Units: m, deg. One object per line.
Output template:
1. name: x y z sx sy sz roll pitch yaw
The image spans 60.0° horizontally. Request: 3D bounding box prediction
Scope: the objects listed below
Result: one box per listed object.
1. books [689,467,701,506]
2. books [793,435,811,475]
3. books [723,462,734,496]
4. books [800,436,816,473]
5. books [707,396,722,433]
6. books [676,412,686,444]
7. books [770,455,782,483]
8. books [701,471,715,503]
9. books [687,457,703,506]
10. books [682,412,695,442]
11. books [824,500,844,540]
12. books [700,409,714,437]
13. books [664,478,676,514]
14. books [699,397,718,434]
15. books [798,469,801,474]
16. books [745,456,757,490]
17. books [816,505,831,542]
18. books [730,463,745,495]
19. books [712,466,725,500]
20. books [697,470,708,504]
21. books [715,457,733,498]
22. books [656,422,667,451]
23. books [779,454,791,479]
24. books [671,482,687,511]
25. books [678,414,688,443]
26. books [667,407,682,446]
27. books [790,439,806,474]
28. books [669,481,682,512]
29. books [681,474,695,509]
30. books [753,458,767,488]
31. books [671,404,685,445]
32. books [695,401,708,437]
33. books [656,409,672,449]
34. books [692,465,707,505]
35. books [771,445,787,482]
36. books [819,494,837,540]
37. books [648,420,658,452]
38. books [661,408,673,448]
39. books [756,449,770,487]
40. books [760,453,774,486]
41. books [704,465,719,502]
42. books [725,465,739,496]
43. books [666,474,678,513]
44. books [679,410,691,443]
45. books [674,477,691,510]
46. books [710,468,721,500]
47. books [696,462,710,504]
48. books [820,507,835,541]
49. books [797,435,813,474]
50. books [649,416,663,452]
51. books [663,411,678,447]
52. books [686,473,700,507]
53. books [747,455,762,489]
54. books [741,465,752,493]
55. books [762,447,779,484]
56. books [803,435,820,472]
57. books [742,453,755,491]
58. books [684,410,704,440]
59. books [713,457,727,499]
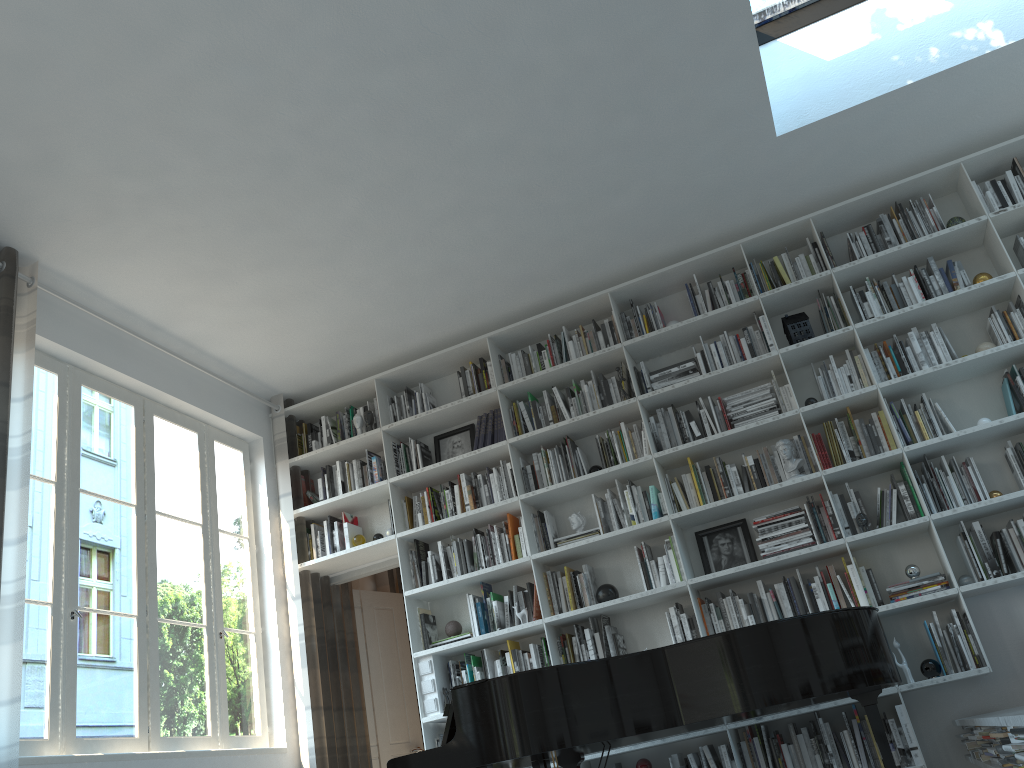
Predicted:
1. books: 1.080 0.625 5.124 0.010 0.282 0.137 -19 -26 16
2. books: 1.630 0.432 4.953 0.025 0.277 0.108 -19 -25 16
3. books: 1.253 0.576 5.059 0.011 0.250 0.131 -19 -26 16
4. books: 1.660 0.428 4.936 0.014 0.259 0.137 -19 -26 16
5. books: 1.204 0.223 5.185 0.021 0.268 0.192 -19 -26 16
6. books: 1.022 0.302 5.250 0.011 0.250 0.153 -19 -26 16
7. books: 1.497 0.512 4.979 0.022 0.205 0.114 -19 -26 16
8. books: 1.143 0.626 5.089 0.024 0.227 0.148 -19 -26 16
9. books: 1.072 0.591 5.090 0.014 0.316 0.188 -19 -26 16
10. books: 1.057 0.294 5.235 0.011 0.238 0.148 -19 -26 16
11. books: 1.733 0.756 4.753 0.034 0.228 0.200 -19 -26 16
12. books: 1.156 0.270 5.201 0.024 0.215 0.148 -19 -26 16
13. books: 0.939 0.684 5.152 0.012 0.253 0.161 -19 -26 16
14. books: 1.175 0.229 5.211 0.049 0.290 0.162 -19 -26 16
15. books: 1.592 0.466 4.964 0.021 0.241 0.103 -19 -25 16
16. books: 1.366 0.539 5.009 0.010 0.233 0.175 -19 -26 16
17. books: 1.694 0.781 4.794 0.013 0.231 0.134 -19 -26 16
18. books: 1.292 0.574 5.029 0.030 0.214 0.169 -19 -26 16
19. books: 1.199 0.600 5.067 0.026 0.235 0.137 -19 -26 16
20. books: 1.115 0.626 5.096 0.010 0.243 0.150 -19 -26 16
21. books: 1.223 0.566 5.044 0.028 0.266 0.190 -19 -26 16
22. books: 0.916 0.356 5.290 0.027 0.227 0.148 -19 -26 16
23. books: 1.541 0.495 4.956 0.035 0.200 0.149 -19 -26 16
24. books: 0.986 0.681 5.113 0.053 0.207 0.156 -19 -26 16
25. books: 1.035 0.306 5.243 0.014 0.232 0.147 -19 -26 16
26. books: 0.992 0.294 5.272 0.029 0.294 0.151 -19 -26 16
27. books: 1.605 0.445 4.946 0.025 0.258 0.131 -19 -26 16
28. books: 0.963 0.688 5.149 0.011 0.234 0.142 -19 -26 16
29. books: 1.038 0.654 5.124 0.026 0.247 0.139 -19 -26 16
30. books: 1.410 0.535 4.981 0.029 0.199 0.179 -19 -26 16
31. books: 1.006 0.283 5.261 0.011 0.299 0.180 -19 -26 16
32. books: 1.131 0.249 5.227 0.022 0.284 0.131 -19 -26 16
33. books: 0.927 0.311 5.281 0.026 0.295 0.180 -19 -26 16
34. books: 1.089 0.609 5.075 0.015 0.265 0.190 -19 -26 16
35. books: 1.510 0.480 4.978 0.024 0.258 0.127 -19 -26 16
36. books: 1.712 0.744 4.779 0.011 0.278 0.186 -19 -26 16
37. books: 0.871 0.357 5.303 0.012 0.253 0.161 -19 -26 16
38. books: 0.951 0.304 5.296 0.014 0.311 0.134 -19 -25 16
39. books: 1.420 0.505 4.975 0.012 0.244 0.186 -19 -26 16
40. books: 1.452 0.518 4.999 0.025 0.229 0.143 -19 -26 16
41. books: 1.166 0.606 5.094 0.028 0.258 0.135 -19 -26 16
42. books: 1.267 0.582 5.036 0.024 0.215 0.176 -19 -26 16
43. books: 0.950 0.671 5.162 0.010 0.280 0.140 -19 -26 16
44. books: 1.044 0.293 5.239 0.014 0.249 0.173 -19 -26 16
45. books: 1.004 0.664 5.125 0.042 0.241 0.162 -19 -26 16
46. books: 1.179 0.607 5.064 0.012 0.227 0.170 -19 -26 16
47. books: 1.114 0.601 5.085 0.010 0.279 0.171 -19 -26 16
48. books: 1.710 0.782 4.785 0.021 0.216 0.132 -19 -26 16
49. books: 1.642 0.426 4.930 0.014 0.265 0.154 -19 -26 16
50. books: 0.883 0.342 5.291 0.026 0.265 0.171 -19 -26 16
51. books: 0.963 0.310 5.258 0.025 0.264 0.186 -19 -26 16
52. books: 1.062 0.646 5.110 0.029 0.239 0.156 -19 -26 16
53. books: 1.380 0.533 4.992 0.029 0.223 0.186 -19 -26 16
54. books: 1.335 0.573 5.025 0.050 0.198 0.146 -19 -26 16
55. books: 1.465 0.491 4.981 0.025 0.257 0.151 -19 -26 16
56. books: 1.679 0.423 4.938 0.023 0.263 0.107 -19 -25 16
57. books: 1.355 0.533 5.021 0.014 0.257 0.162 -19 -26 16
58. books: 1.091 0.281 5.218 0.066 0.235 0.154 -19 -26 16
59. books: 1.209 0.570 5.066 0.013 0.282 0.177 -19 -26 16
